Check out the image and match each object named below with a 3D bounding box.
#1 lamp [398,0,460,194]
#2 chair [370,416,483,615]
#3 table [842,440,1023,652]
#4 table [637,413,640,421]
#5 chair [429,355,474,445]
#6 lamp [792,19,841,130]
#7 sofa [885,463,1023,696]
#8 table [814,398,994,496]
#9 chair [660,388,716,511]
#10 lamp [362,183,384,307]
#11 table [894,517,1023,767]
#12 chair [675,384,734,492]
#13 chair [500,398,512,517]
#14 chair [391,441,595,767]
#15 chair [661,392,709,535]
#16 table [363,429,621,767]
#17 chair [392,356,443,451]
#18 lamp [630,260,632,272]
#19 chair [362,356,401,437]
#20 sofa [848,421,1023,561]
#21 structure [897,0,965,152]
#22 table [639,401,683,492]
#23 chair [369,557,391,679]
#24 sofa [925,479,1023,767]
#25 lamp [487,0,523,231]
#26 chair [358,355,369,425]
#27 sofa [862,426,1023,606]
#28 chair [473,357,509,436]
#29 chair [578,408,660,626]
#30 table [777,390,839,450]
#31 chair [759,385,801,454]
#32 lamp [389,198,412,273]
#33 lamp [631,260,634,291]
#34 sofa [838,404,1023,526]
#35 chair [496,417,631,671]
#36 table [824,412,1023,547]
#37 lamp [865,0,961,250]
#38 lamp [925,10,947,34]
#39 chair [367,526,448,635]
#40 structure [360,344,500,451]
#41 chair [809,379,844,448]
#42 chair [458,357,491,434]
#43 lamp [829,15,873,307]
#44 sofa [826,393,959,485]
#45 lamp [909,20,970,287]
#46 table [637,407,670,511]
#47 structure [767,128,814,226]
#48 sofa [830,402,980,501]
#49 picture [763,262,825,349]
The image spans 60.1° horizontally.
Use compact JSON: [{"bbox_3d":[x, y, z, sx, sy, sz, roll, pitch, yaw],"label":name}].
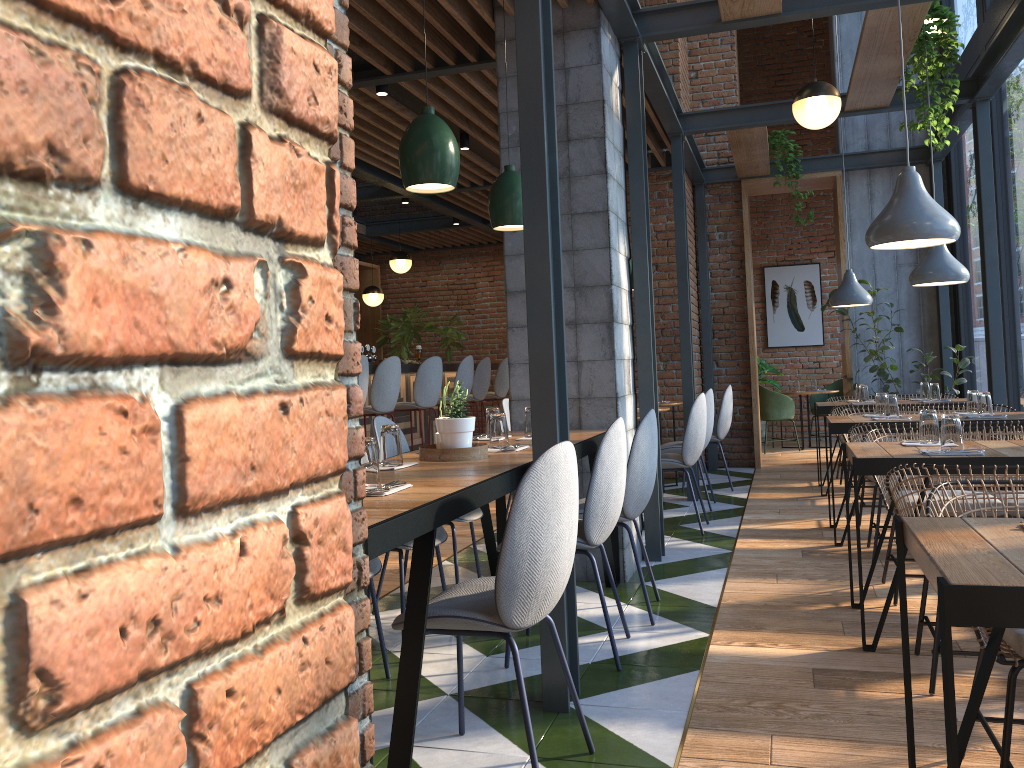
[{"bbox_3d":[-0.338,-1.721,3.259,0.223,2.025,0.223,-3,-2,21],"label":"lamp"},{"bbox_3d":[-0.394,0.588,4.165,0.507,0.889,0.418,-3,-1,13],"label":"chair"},{"bbox_3d":[1.972,0.595,3.370,1.270,0.707,0.658,-2,-1,17],"label":"table"},{"bbox_3d":[0.614,0.592,5.962,0.698,0.748,0.699,-3,-1,27],"label":"table"},{"bbox_3d":[-0.623,0.339,8.964,0.507,1.245,0.418,-3,-2,13],"label":"chair"},{"bbox_3d":[1.682,-3.365,5.158,0.268,3.800,0.268,-1,-2,-30],"label":"lamp"},{"bbox_3d":[1.806,0.596,2.833,1.091,0.734,0.470,-2,-1,17],"label":"sofa"},{"bbox_3d":[3.106,0.496,7.058,1.270,0.707,0.658,-2,-1,17],"label":"table"},{"bbox_3d":[1.281,0.484,6.690,0.507,0.889,0.418,-3,-1,18],"label":"chair"},{"bbox_3d":[-1.811,-2.867,11.162,0.268,3.800,0.268,-4,-2,38],"label":"lamp"},{"bbox_3d":[1.408,0.644,1.533,1.270,0.707,0.658,-2,-1,17],"label":"table"},{"bbox_3d":[1.656,0.456,7.634,0.507,0.889,0.418,-3,-1,13],"label":"chair"},{"bbox_3d":[0.189,0.537,6.098,0.507,0.889,0.418,-3,-2,23],"label":"chair"},{"bbox_3d":[-0.065,0.601,2.388,0.507,0.889,0.418,-3,-2,24],"label":"chair"},{"bbox_3d":[1.031,0.507,5.806,0.507,0.889,0.418,-3,-1,18],"label":"chair"},{"bbox_3d":[-0.185,0.654,3.205,0.657,0.766,2.772,-3,1,17],"label":"table"},{"bbox_3d":[-0.886,0.371,8.246,0.507,1.245,0.418,-3,-2,28],"label":"chair"},{"bbox_3d":[0.780,-1.819,6.895,0.223,2.025,0.223,-3,-2,21],"label":"lamp"},{"bbox_3d":[-1.183,0.394,7.519,0.507,1.245,0.418,-3,-2,23],"label":"chair"},{"bbox_3d":[2.367,0.548,4.655,1.091,0.734,0.470,-2,-1,17],"label":"sofa"},{"bbox_3d":[2.639,-1.985,5.770,0.528,0.926,0.941,-3,-1,23],"label":"structure"},{"bbox_3d":[1.173,0.543,7.782,0.700,0.748,0.698,-2,-1,-27],"label":"table"},{"bbox_3d":[-0.713,0.617,3.063,0.507,0.889,0.418,-3,-2,24],"label":"chair"},{"bbox_3d":[1.572,0.617,2.071,1.091,0.734,0.470,-2,-1,17],"label":"sofa"},{"bbox_3d":[-0.040,-1.747,4.227,0.223,2.025,0.223,-3,-2,21],"label":"lamp"},{"bbox_3d":[-1.326,0.411,6.697,0.507,1.245,0.418,-3,-2,17],"label":"chair"},{"bbox_3d":[2.138,0.568,3.912,1.091,0.734,0.470,-2,-1,17],"label":"sofa"},{"bbox_3d":[-0.240,0.314,10.412,0.507,1.245,0.418,-3,-2,16],"label":"chair"},{"bbox_3d":[0.401,0.560,3.914,0.507,0.889,0.418,-3,-1,14],"label":"chair"},{"bbox_3d":[3.565,0.434,10.770,0.807,0.688,0.807,-2,0,1],"label":"table"},{"bbox_3d":[3.056,0.391,10.590,0.515,0.820,0.637,-2,-1,-19],"label":"chair"},{"bbox_3d":[-1.403,-3.220,10.661,0.268,3.800,0.268,-3,-2,26],"label":"lamp"},{"bbox_3d":[1.077,-1.845,7.863,0.223,2.025,0.223,-3,-2,21],"label":"lamp"},{"bbox_3d":[2.698,0.519,5.734,1.091,0.734,0.470,-2,-1,17],"label":"sofa"},{"bbox_3d":[0.195,0.576,3.377,0.507,0.889,0.418,-3,-1,13],"label":"chair"},{"bbox_3d":[2.533,0.546,5.195,1.270,0.707,0.658,-2,-1,17],"label":"table"},{"bbox_3d":[1.531,-2.810,3.662,0.353,4.497,0.352,-2,-2,-21],"label":"lamp"},{"bbox_3d":[3.164,-4.524,6.906,0.268,3.800,0.268,-2,-2,-15],"label":"lamp"},{"bbox_3d":[-0.523,0.602,3.604,0.507,0.889,0.418,-3,-2,23],"label":"chair"},{"bbox_3d":[-2.146,0.335,8.983,2.915,1.398,4.919,-2,1,17],"label":"structure"},{"bbox_3d":[4.024,0.347,10.946,0.515,0.820,0.637,-2,-1,-24],"label":"chair"},{"bbox_3d":[-0.468,0.333,9.716,0.507,1.245,0.418,-3,-2,15],"label":"chair"},{"bbox_3d":[2.843,-2.921,7.743,0.352,4.497,0.352,-3,-2,22],"label":"lamp"},{"bbox_3d":[3.273,0.469,7.605,1.091,0.734,0.470,-2,-1,17],"label":"sofa"},{"bbox_3d":[2.641,-2.884,5.739,0.352,4.497,0.353,-4,-2,33],"label":"lamp"},{"bbox_3d":[0.876,0.569,6.813,0.700,0.748,0.698,-2,-1,-31],"label":"table"},{"bbox_3d":[2.645,-1.995,8.575,0.513,0.970,0.663,-3,-1,9],"label":"structure"},{"bbox_3d":[2.942,0.498,6.526,1.091,0.734,0.470,-2,-1,17],"label":"sofa"},{"bbox_3d":[3.715,-1.031,11.690,0.725,1.097,0.023,-3,-2,17],"label":"picture"}]
